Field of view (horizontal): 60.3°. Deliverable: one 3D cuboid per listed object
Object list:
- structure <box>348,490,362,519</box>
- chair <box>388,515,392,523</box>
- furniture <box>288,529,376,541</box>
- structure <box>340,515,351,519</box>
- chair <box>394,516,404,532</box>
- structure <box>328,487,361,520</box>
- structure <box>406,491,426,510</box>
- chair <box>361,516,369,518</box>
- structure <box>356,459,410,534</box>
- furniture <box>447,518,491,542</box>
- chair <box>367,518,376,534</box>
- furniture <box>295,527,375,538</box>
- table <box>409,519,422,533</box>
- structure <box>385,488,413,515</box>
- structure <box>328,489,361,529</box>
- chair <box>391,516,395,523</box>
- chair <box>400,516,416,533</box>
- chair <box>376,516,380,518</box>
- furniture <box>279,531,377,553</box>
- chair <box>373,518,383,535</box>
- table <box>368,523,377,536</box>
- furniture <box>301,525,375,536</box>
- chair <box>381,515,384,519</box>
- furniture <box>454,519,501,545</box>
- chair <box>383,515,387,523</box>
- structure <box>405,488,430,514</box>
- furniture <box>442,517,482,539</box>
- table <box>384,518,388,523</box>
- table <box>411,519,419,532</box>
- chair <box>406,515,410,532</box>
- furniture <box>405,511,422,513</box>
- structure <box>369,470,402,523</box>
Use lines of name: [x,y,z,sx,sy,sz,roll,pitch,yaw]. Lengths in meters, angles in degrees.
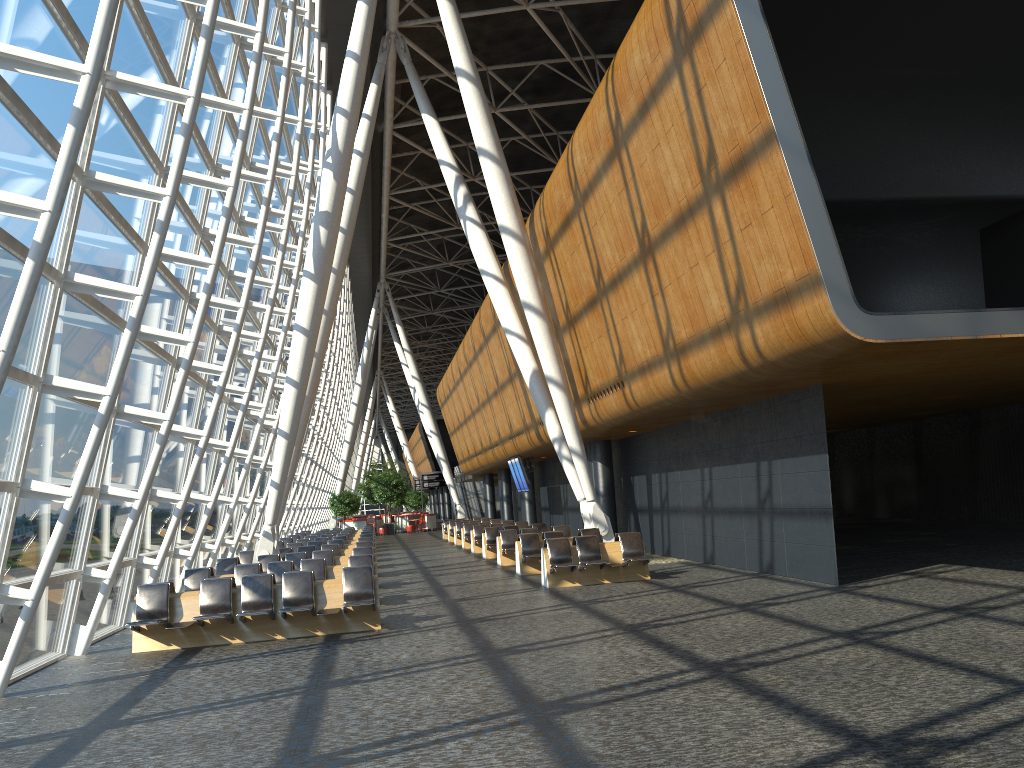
structure: [-10.626,8.374,57.349,1.842,2.842,1.781,-7,-4,38]
chair: [-8.453,9.898,63.343,0.663,1.007,0.623,-6,-3,26]
furniture: [-6.733,5.962,32.937,3.247,0.866,1.672,-3,-6,-9]
structure: [-11.367,8.862,60.588,1.815,2.804,1.754,-7,-4,38]
chair: [-6.838,8.695,54.853,0.625,1.007,0.661,-6,-3,26]
structure: [-10.065,7.738,53.150,1.914,2.959,1.877,-2,-4,-35]
structure: [-7.958,10.039,72.471,1.946,2.985,1.881,-7,-4,38]
chair: [-11.354,10.625,67.367,0.621,1.007,0.665,-1,-4,-44]
structure: [-8.003,6.902,53.954,3.087,4.517,5.847,-3,-5,-17]
furniture: [-1.743,6.116,37.003,1.894,0.866,1.672,-3,-6,-9]
chair: [-8.601,8.606,53.145,0.624,1.007,0.662,-5,-3,16]
furniture: [-7.198,6.375,35.900,3.247,0.866,1.672,-3,-6,-9]
table: [-5.632,8.344,51.781,0.799,0.747,0.803,-5,-4,7]
structure: [-8.396,8.933,65.454,2.280,3.465,2.228,-4,-3,3]
structure: [-9.520,7.428,50.295,1.790,2.770,1.730,-7,-4,38]
chair: [-7.292,8.868,55.941,0.663,1.007,0.623,-6,-3,26]
chair: [-6.195,8.372,52.689,0.626,1.007,0.660,-6,-4,36]
chair: [-9.205,9.436,59.290,0.662,1.007,0.624,-5,-3,16]
furniture: [-6.269,5.550,29.975,3.247,0.866,1.672,-3,-6,-9]
chair: [-8.044,8.405,51.888,0.662,1.007,0.624,-5,-3,16]
table: [-7.916,8.390,50.830,0.797,0.747,0.805,-1,-6,-38]
furniture: [-7.662,6.788,38.862,3.247,0.866,1.672,-3,-6,-9]
chair: [-10.592,10.980,70.582,0.659,1.007,0.627,-3,-3,-24]
furniture: [-1.279,5.704,34.041,1.894,0.866,1.672,-3,-6,-9]
chair: [-9.354,10.449,67.134,0.659,1.007,0.627,-3,-3,-24]
structure: [-6.657,8.732,62.143,1.790,2.770,1.730,-7,-4,38]
furniture: [-2.208,6.529,39.966,1.894,0.866,1.672,-3,-6,-9]
table: [-9.318,10.440,66.069,0.797,0.747,0.805,-2,-5,-23]
table: [-5.746,8.548,53.311,0.799,0.747,0.803,-5,-4,7]
chair: [-6.316,8.522,53.795,0.664,1.007,0.622,-6,-4,36]
furniture: [-10.163,13.593,90.691,1.894,0.866,1.672,-3,-6,-9]
structure: [-10.047,9.074,69.782,3.099,4.517,5.765,-5,-5,13]
